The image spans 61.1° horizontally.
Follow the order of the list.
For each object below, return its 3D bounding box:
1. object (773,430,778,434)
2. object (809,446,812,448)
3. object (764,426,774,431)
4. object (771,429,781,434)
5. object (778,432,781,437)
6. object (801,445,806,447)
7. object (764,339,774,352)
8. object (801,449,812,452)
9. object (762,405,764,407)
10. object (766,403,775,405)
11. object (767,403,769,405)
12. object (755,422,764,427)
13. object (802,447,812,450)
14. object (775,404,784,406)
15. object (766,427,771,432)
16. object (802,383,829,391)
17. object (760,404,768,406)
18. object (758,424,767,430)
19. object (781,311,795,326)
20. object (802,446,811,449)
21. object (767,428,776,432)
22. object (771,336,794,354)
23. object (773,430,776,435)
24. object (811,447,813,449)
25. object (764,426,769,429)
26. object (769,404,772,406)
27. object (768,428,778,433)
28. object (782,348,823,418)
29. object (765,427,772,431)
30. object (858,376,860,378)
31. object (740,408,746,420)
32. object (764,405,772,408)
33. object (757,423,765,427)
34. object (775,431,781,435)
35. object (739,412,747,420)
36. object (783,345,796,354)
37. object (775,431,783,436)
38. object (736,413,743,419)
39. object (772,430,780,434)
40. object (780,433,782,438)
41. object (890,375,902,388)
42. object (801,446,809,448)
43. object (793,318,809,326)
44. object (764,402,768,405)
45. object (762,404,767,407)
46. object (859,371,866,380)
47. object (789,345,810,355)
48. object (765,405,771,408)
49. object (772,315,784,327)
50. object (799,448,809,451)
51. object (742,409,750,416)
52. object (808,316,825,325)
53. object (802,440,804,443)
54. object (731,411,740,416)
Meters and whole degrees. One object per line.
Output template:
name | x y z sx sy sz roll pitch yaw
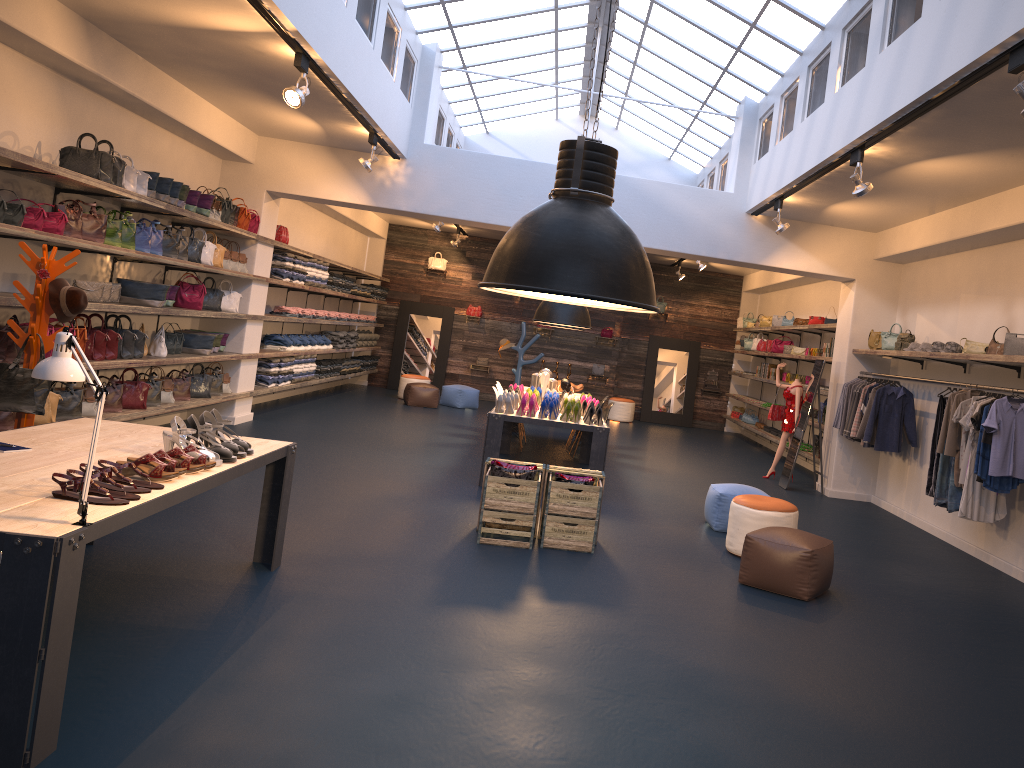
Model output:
object | 4.736 0.870 15.478 0.189 0.088 0.065 8 0 -5
object | 4.680 0.996 13.490 0.220 0.053 0.091 10 3 29
object | 4.769 0.836 16.103 0.189 0.088 0.065 8 0 -5
object | 4.742 0.862 15.615 0.189 0.088 0.065 8 0 -5
object | 4.715 0.891 15.079 0.176 0.088 0.069 9 1 22
object | 4.508 0.975 13.448 0.237 0.063 0.083 8 2 -1
object | 4.818 -0.714 16.186 0.144 0.250 0.298 8 1 -27
object | 4.422 1.011 13.120 0.240 0.058 0.081 7 2 -10
object | 4.636 0.396 15.741 0.240 0.058 0.081 7 2 -10
object | 4.686 0.381 15.614 0.235 0.064 0.085 8 2 2
object | 4.717 0.382 15.703 0.235 0.068 0.083 8 1 2
object | 4.854 0.796 16.955 0.207 0.083 0.241 8 3 10
object | 4.521 0.994 13.173 0.235 0.068 0.085 8 2 2
object | 4.867 0.393 15.839 0.220 0.053 0.091 10 3 29
object | 4.760 0.843 15.963 0.189 0.088 0.065 8 0 -5
object | 4.732 0.056 13.221 0.484 0.060 1.512 8 3 2
object | 4.634 0.390 15.834 0.240 0.058 0.081 7 2 -10
object | 4.770 0.817 16.431 0.219 0.083 0.228 7 3 -11
object | 4.893 -1.141 15.316 0.256 0.283 0.103 8 -1 33
object | 4.500 0.984 13.266 0.235 0.064 0.085 8 2 2
object | 4.757 0.847 15.896 0.189 0.088 0.065 8 0 -5
object | 4.875 -0.701 15.638 0.356 0.338 0.291 8 1 -13
object | 4.731 0.874 15.408 0.189 0.088 0.065 8 0 -5
object | 4.700 1.008 13.373 0.247 0.075 0.079 7 1 -19
object | 4.771 0.832 16.170 0.189 0.088 0.065 8 0 -5
object | 4.707 0.391 15.521 0.235 0.068 0.085 8 2 2
object | 4.754 0.851 15.827 0.189 0.088 0.065 8 0 -5
object | 4.846 -0.030 14.522 0.457 1.136 2.675 8 3 3
object | 4.765 0.840 16.034 0.189 0.088 0.065 8 0 -5
object | 4.537 -0.058 11.306 0.437 0.220 0.010 8 -2 -6
object | 4.888 0.630 18.169 0.191 0.280 0.061 8 -1 18
object | 4.627 0.405 15.561 0.240 0.058 0.081 7 2 -10
object | 4.823 0.808 16.694 0.219 0.083 0.227 7 3 -12
object | 4.728 0.877 15.341 0.189 0.088 0.065 8 0 -5
object | 4.892 0.623 18.299 0.188 0.280 0.062 8 -1 28
object | 4.831 -0.594 15.094 0.112 0.176 0.248 8 1 -38
object | 4.724 0.881 15.272 0.189 0.088 0.065 8 0 -5
object | 4.885 0.685 18.530 0.204 0.118 0.096 9 1 33
object | 4.739 0.866 15.548 0.189 0.088 0.065 8 0 -5
object | 4.708 0.899 14.943 0.174 0.088 0.070 9 1 29
object | 4.493 0.006 10.152 0.437 0.220 0.010 8 -2 -6
object | 4.531 0.985 13.354 0.235 0.068 0.083 8 1 2
object | 4.856 -1.018 14.421 0.353 0.141 0.412 8 3 10
object | 4.694 0.372 15.794 0.237 0.063 0.083 8 2 -1
object | 4.618 0.399 15.649 0.240 0.058 0.081 7 2 -10
object | 4.533 -0.054 11.238 0.437 0.220 0.010 8 -2 -6
object | 4.799 -0.564 14.559 0.336 0.175 0.248 10 3 41
object | 4.608 0.409 15.468 0.240 0.058 0.081 7 2 -10
object | 4.918 -1.151 15.977 0.255 0.230 0.085 9 0 41
object | 4.441 1.008 13.212 0.240 0.058 0.081 7 2 -10
object | 4.877 0.638 18.024 0.188 0.280 0.062 8 -1 28
object | 4.773 -0.984 13.593 0.258 0.149 0.122 9 1 33
object | 4.667 0.940 14.181 0.175 0.088 0.070 9 1 25
object | 4.886 0.660 18.950 0.205 0.118 0.096 9 1 32
